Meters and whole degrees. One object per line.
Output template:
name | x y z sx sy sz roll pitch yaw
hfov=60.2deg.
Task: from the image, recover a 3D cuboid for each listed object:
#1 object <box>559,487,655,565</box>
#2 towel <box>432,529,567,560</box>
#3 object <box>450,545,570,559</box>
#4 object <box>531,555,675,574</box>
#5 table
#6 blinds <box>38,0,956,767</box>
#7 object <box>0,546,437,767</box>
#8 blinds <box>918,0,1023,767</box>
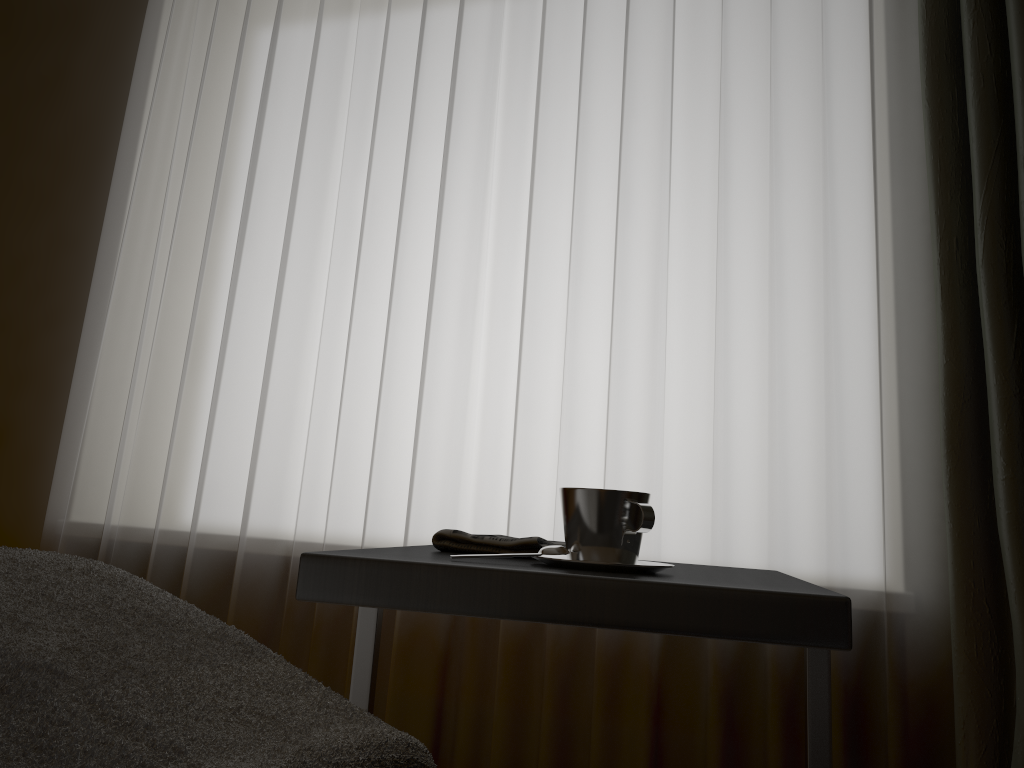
object | 0.102 0.153 0.930 0.110 0.080 0.096 0 -11 20
towel | 0.019 0.212 1.144 0.178 0.036 0.236 0 -10 23
object | -0.001 0.170 0.895 0.123 0.020 0.029 6 -10 -11
object | 0.094 0.189 0.924 0.150 0.009 0.147 0 -10 24
table | 0.085 0.233 1.034 0.499 0.046 0.508 2 -9 10
blinds | -0.150 -0.322 2.133 2.195 2.337 0.091 0 -14 19
object | -0.574 0.353 0.475 0.908 0.530 0.901 1 -11 19
blinds | 1.175 -0.449 1.112 0.223 2.501 1.513 11 -14 -26
